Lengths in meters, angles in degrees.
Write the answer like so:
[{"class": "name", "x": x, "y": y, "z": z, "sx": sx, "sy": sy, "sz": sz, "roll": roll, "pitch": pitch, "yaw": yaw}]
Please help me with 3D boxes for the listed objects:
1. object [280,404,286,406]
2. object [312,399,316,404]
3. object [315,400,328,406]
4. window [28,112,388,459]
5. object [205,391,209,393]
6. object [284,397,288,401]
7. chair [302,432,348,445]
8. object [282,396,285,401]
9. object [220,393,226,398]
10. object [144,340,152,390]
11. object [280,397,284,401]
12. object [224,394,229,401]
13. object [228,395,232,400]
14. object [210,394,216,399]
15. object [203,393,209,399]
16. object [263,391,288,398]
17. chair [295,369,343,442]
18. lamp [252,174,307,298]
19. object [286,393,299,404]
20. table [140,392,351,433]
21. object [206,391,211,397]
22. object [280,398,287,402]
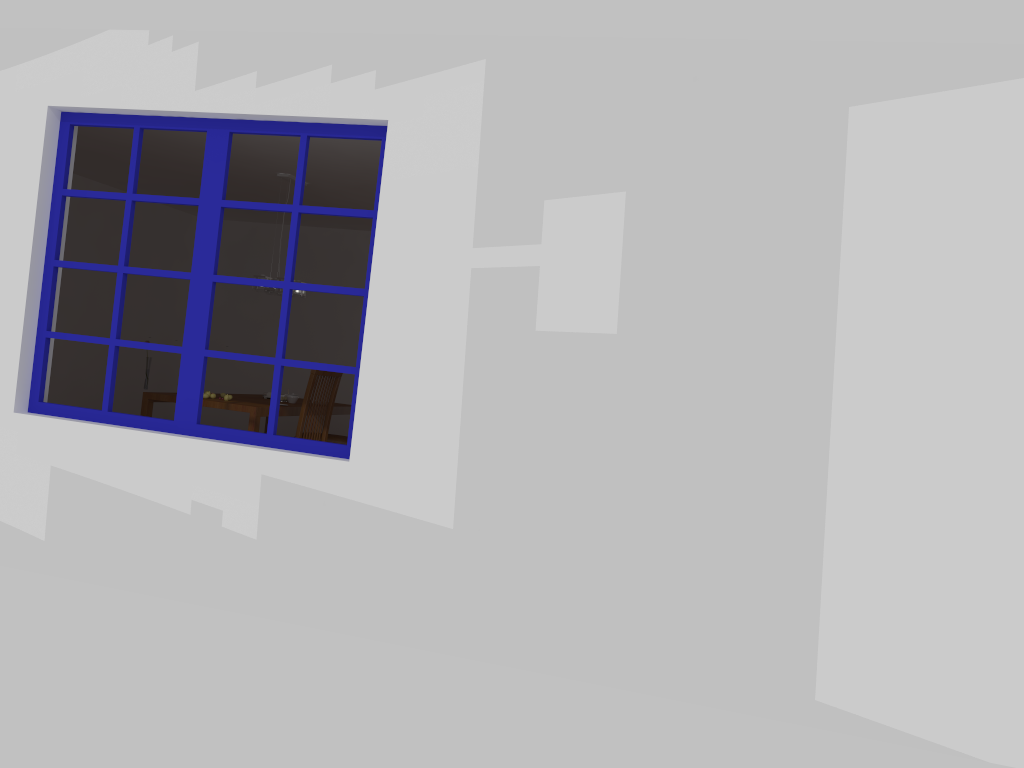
[{"class": "object", "x": -1.710, "y": 0.154, "z": 6.556, "sx": 0.108, "sy": 0.008, "sz": 0.108, "roll": 6, "pitch": 0, "yaw": -21}, {"class": "object", "x": -1.634, "y": 0.143, "z": 7.311, "sx": 0.065, "sy": 0.037, "sz": 0.065, "roll": 7, "pitch": 0, "yaw": 28}, {"class": "object", "x": -1.539, "y": 0.155, "z": 7.174, "sx": 0.136, "sy": 0.036, "sz": 0.136, "roll": 6, "pitch": 0, "yaw": -28}, {"class": "window", "x": -1.389, "y": -0.480, "z": 3.996, "sx": 1.699, "sy": 1.430, "sz": 0.035, "roll": 7, "pitch": 0, "yaw": 14}, {"class": "object", "x": -2.229, "y": 0.069, "z": 6.494, "sx": 0.042, "sy": 0.038, "sz": 0.043, "roll": 7, "pitch": 0, "yaw": -9}, {"class": "object", "x": -1.795, "y": 0.116, "z": 7.091, "sx": 0.055, "sy": 0.044, "sz": 0.048, "roll": 7, "pitch": 0, "yaw": -6}, {"class": "chair", "x": -1.445, "y": 0.394, "z": 7.192, "sx": 0.574, "sy": 1.063, "sz": 0.444, "roll": 7, "pitch": 0, "yaw": -5}, {"class": "object", "x": -1.845, "y": 0.116, "z": 7.124, "sx": 0.061, "sy": 0.032, "sz": 0.048, "roll": 6, "pitch": 0, "yaw": -16}, {"class": "object", "x": -2.150, "y": 0.086, "z": 6.610, "sx": 0.042, "sy": 0.041, "sz": 0.041, "roll": 7, "pitch": 0, "yaw": 0}, {"class": "object", "x": -2.730, "y": -0.144, "z": 6.607, "sx": 0.085, "sy": 0.365, "sz": 0.050, "roll": 7, "pitch": 0, "yaw": 12}, {"class": "object", "x": -1.846, "y": 0.116, "z": 7.074, "sx": 0.060, "sy": 0.033, "sz": 0.048, "roll": 7, "pitch": 0, "yaw": 13}, {"class": "object", "x": -2.038, "y": 0.098, "z": 6.335, "sx": 0.038, "sy": 0.053, "sz": 0.039, "roll": 6, "pitch": 0, "yaw": -41}, {"class": "object", "x": -2.048, "y": 0.099, "z": 6.427, "sx": 0.042, "sy": 0.041, "sz": 0.041, "roll": 7, "pitch": 0, "yaw": -11}, {"class": "object", "x": -2.154, "y": 0.088, "z": 6.392, "sx": 0.041, "sy": 0.039, "sz": 0.044, "roll": 6, "pitch": 0, "yaw": -22}, {"class": "object", "x": -2.170, "y": 0.086, "z": 6.283, "sx": 0.043, "sy": 0.038, "sz": 0.043, "roll": 7, "pitch": 0, "yaw": 4}, {"class": "object", "x": -1.954, "y": 0.093, "z": 7.321, "sx": 0.176, "sy": 0.062, "sz": 0.195, "roll": 7, "pitch": 0, "yaw": -1}, {"class": "chair", "x": -1.618, "y": 0.379, "z": 6.517, "sx": 0.574, "sy": 1.063, "sz": 0.444, "roll": 7, "pitch": 0, "yaw": 24}, {"class": "lamp", "x": -1.783, "y": -1.161, "z": 6.989, "sx": 0.304, "sy": 0.919, "sz": 0.304, "roll": 7, "pitch": 0, "yaw": 14}, {"class": "object", "x": -1.734, "y": 0.112, "z": 7.004, "sx": 0.096, "sy": 0.079, "sz": 0.096, "roll": 7, "pitch": 0, "yaw": 10}, {"class": "table", "x": -1.995, "y": 0.494, "z": 7.028, "sx": 0.900, "sy": 0.740, "sz": 1.800, "roll": 7, "pitch": 0, "yaw": 14}, {"class": "object", "x": -2.187, "y": 0.076, "z": 6.373, "sx": 0.039, "sy": 0.049, "sz": 0.039, "roll": 7, "pitch": 0, "yaw": 22}, {"class": "object", "x": -1.839, "y": 0.119, "z": 7.097, "sx": 0.151, "sy": 0.041, "sz": 0.151, "roll": 6, "pitch": 0, "yaw": -26}]
